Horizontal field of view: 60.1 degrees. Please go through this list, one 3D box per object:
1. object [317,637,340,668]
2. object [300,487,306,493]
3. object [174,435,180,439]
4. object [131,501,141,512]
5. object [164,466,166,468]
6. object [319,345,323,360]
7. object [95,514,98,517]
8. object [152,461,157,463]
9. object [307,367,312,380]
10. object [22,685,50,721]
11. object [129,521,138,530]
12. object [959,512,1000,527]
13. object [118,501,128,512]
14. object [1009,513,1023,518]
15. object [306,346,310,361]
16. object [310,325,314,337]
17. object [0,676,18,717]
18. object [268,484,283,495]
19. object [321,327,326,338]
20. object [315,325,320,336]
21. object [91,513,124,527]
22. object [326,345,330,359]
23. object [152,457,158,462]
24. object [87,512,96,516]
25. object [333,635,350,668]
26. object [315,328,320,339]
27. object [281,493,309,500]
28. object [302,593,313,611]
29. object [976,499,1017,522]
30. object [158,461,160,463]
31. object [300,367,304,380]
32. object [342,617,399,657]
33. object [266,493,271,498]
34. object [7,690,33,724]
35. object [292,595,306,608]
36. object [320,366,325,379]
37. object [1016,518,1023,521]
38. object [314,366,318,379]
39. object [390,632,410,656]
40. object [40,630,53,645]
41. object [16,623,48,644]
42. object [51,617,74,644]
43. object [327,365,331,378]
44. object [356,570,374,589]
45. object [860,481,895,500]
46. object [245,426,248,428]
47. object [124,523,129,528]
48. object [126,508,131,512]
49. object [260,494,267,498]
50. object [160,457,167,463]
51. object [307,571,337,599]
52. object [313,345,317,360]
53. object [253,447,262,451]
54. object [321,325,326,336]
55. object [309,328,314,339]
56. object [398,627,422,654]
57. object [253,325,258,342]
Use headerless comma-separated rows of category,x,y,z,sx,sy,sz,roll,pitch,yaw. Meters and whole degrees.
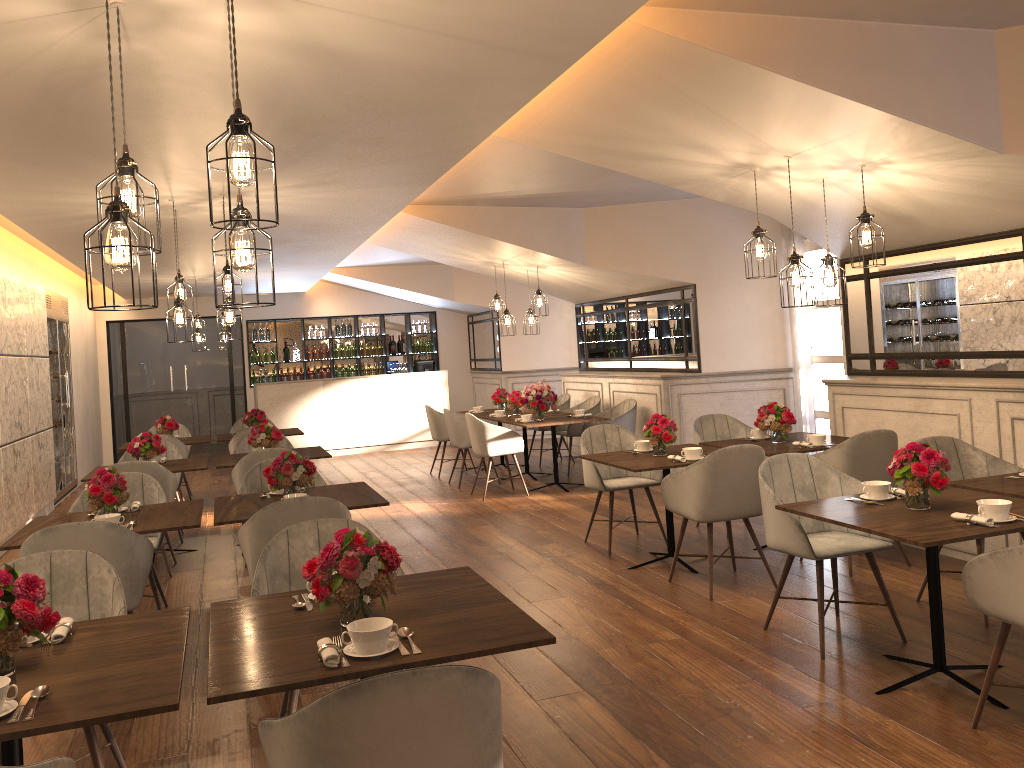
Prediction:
object,-0.486,0.707,2.339,0.056,0.039,0.175,-4,2,-18
object,-1.271,0.629,5.330,0.056,0.039,0.175,-4,2,-18
object,-3.730,0.591,9.856,0.056,0.039,0.175,-4,2,-18
object,-2.142,0.696,5.041,0.056,0.039,0.175,-4,2,-18
object,-2.729,0.664,6.936,0.043,0.015,0.197,-4,3,-22
object,-3.328,-0.554,15.431,0.065,0.262,0.065,-3,-1,-40
object,-2.314,0.728,4.956,0.022,0.004,0.210,-4,3,-18
object,-2.832,0.644,6.882,0.148,0.072,0.148,-3,2,24
object,-3.515,-0.175,15.356,0.065,0.262,0.065,-3,-1,-40
object,-1.154,0.769,2.137,0.043,0.015,0.197,-4,2,-14
object,-1.930,0.718,4.490,0.043,0.015,0.197,-4,2,-14
object,1.801,0.524,3.427,0.025,0.024,0.192,-4,2,-18
object,-2.251,0.687,5.006,0.148,0.072,0.148,-5,2,-41
object,1.980,0.515,3.497,0.043,0.015,0.197,-4,3,-22
object,-3.537,-0.538,15.361,0.065,0.262,0.065,-3,-1,-40
object,-3.478,-0.913,15.362,0.069,0.209,0.040,-3,-1,-19
object,-1.250,0.748,2.086,0.148,0.072,0.148,-5,2,-41
object,-1.380,0.620,5.295,0.148,0.072,0.148,-5,2,-41
object,-3.285,-0.891,15.425,0.070,0.190,0.041,-3,-1,-19
object,-3.383,-0.920,15.394,0.069,0.209,0.040,-3,-1,-19
object,-2.026,0.697,4.439,0.148,0.072,0.148,-5,2,-41
object,-3.223,-0.562,15.466,0.065,0.262,0.065,-3,-1,-40
object,-3.056,0.634,7.448,0.148,0.072,0.148,-3,2,24
object,-2.350,0.725,4.951,0.043,0.015,0.197,-4,3,-22
object,-0.456,0.711,2.359,0.025,0.024,0.192,-4,2,-18
object,-3.381,-0.884,15.393,0.070,0.190,0.041,-3,-1,-19
object,-1.155,0.630,4.728,0.148,0.072,0.148,-5,2,-41
object,-0.667,0.712,2.892,0.022,0.004,0.210,-4,3,-18
object,1.877,0.494,3.443,0.148,0.072,0.148,-2,2,39
object,-2.977,0.652,7.464,0.025,0.024,0.192,-4,2,-18
object,-3.634,-0.166,15.316,0.065,0.262,0.065,-3,-1,-40
object,-0.379,0.681,2.375,0.148,0.072,0.148,-5,2,-41
object,-1.443,0.661,5.245,0.022,0.004,0.210,-4,3,-18
object,-1.182,0.777,2.135,0.022,0.004,0.210,-4,3,-18
object,-0.703,0.709,2.887,0.043,0.015,0.197,-4,3,-22
object,-3.305,-0.191,15.425,0.065,0.262,0.065,-3,-1,-40
object,1.945,0.523,3.492,0.022,0.004,0.210,-4,3,-18
object,-3.410,-0.183,15.390,0.065,0.262,0.065,-3,-1,-40
object,-0.311,0.710,2.424,0.022,0.004,0.210,-4,3,-18
object,-1.395,0.757,2.668,0.025,0.024,0.192,-4,2,-18
object,-1.475,0.738,2.652,0.148,0.072,0.148,-5,2,-41
object,-1.366,0.747,2.688,0.056,0.039,0.175,-4,2,-18
object,-3.200,-0.199,15.460,0.065,0.262,0.065,-3,-1,-40
object,-0.443,0.562,2.563,0.077,0.052,0.049,-3,1,38
object,1.653,0.484,4.009,0.148,0.072,0.148,-2,2,39
object,-2.968,0.515,10.109,0.148,0.072,0.148,-3,2,4
object,-1.958,0.725,4.488,0.022,0.004,0.210,-4,3,-18
object,-2.171,0.705,5.021,0.025,0.024,0.192,-4,2,-18
object,-1.479,0.658,5.240,0.043,0.015,0.197,-4,3,-22
object,-2.947,0.643,7.484,0.056,0.039,0.175,-4,2,-18
object,-0.604,0.671,2.942,0.148,0.072,0.148,-5,2,-41
object,-3.433,-0.546,15.396,0.065,0.262,0.065,-3,-1,-40
object,-2.186,0.567,7.737,0.148,0.072,0.148,-3,2,24
object,-3.287,-0.928,15.425,0.069,0.209,0.040,-3,-1,-19
object,-3.476,-0.877,15.362,0.070,0.190,0.041,-3,-1,-19
object,-0.276,0.701,2.429,0.043,0.015,0.197,-4,3,-22
object,-4.374,-0.869,15.065,0.075,0.310,0.075,-4,-1,7
